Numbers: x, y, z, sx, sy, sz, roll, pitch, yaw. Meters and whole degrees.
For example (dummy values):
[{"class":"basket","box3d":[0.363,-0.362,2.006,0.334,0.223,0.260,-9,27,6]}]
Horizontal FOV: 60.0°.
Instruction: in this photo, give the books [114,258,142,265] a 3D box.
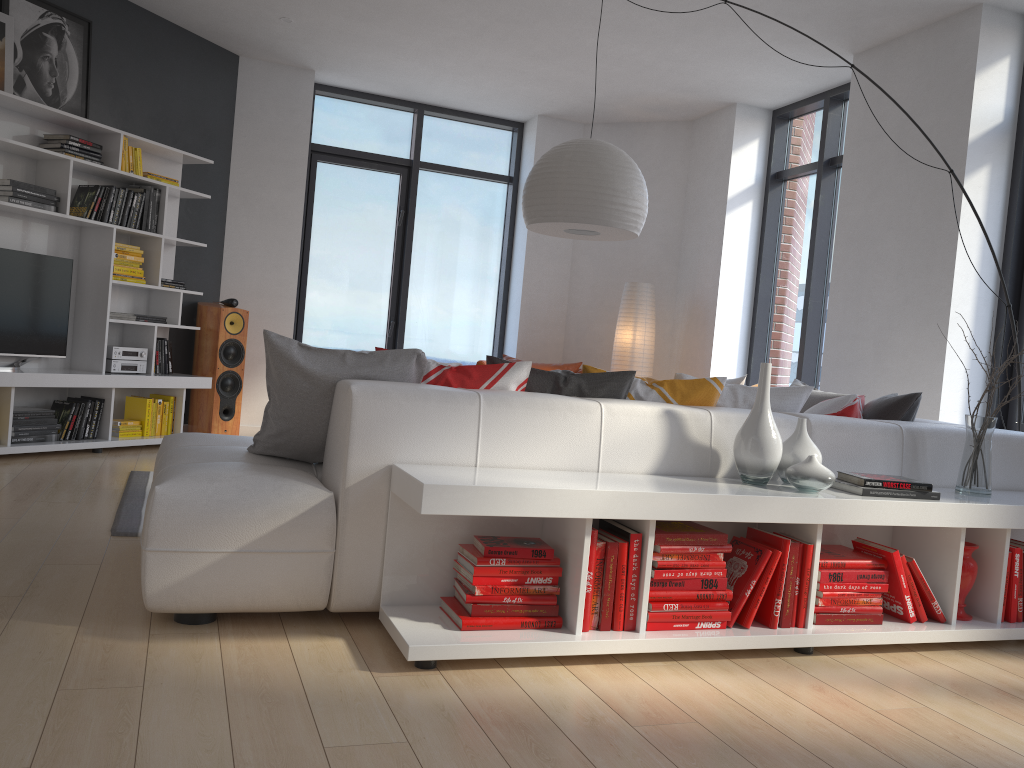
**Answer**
[{"class":"books","box3d":[-2.633,-0.823,5.932,0.171,0.019,0.239,6,2,24]}]

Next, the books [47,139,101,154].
[{"class":"books","box3d":[-2.724,-1.476,5.522,0.180,0.026,0.246,6,2,27]}]

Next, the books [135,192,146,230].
[{"class":"books","box3d":[-2.554,-1.156,5.933,0.197,0.260,0.066,6,2,24]}]

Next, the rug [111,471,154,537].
[{"class":"rug","box3d":[-0.782,0.626,4.646,2.326,0.016,1.662,5,2,-21]}]

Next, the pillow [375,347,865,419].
[{"class":"pillow","box3d":[0.548,0.179,3.443,2.250,0.449,0.575,5,2,-23]}]

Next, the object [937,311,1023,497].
[{"class":"object","box3d":[1.736,0.033,3.140,0.406,0.744,0.607,6,2,19]}]

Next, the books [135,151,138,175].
[{"class":"books","box3d":[-2.507,-1.451,5.830,0.108,0.161,0.046,6,2,23]}]

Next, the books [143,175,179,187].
[{"class":"books","box3d":[-2.457,-1.388,6.089,0.194,0.028,0.257,6,2,29]}]

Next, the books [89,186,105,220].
[{"class":"books","box3d":[-2.696,-1.146,5.635,0.187,0.234,0.096,6,2,25]}]

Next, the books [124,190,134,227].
[{"class":"books","box3d":[-2.596,-1.154,5.844,0.192,0.254,0.075,6,2,24]}]

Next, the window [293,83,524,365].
[{"class":"window","box3d":[-0.936,-1.289,7.942,1.960,2.402,0.170,5,2,-20]}]

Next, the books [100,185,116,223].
[{"class":"books","box3d":[-2.657,-1.156,5.715,0.192,0.254,0.075,6,2,24]}]

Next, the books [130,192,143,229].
[{"class":"books","box3d":[-2.568,-1.152,5.902,0.191,0.249,0.084,6,2,24]}]

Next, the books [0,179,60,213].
[{"class":"books","box3d":[-2.911,-1.107,5.242,0.277,0.137,0.343,6,2,19]}]

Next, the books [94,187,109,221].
[{"class":"books","box3d":[-2.670,-1.145,5.658,0.169,0.233,0.081,6,2,23]}]

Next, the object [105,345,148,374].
[{"class":"object","box3d":[-2.646,-0.166,5.935,0.270,0.174,0.285,6,2,24]}]

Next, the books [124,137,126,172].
[{"class":"books","box3d":[-2.575,-1.487,5.752,0.163,0.224,0.041,6,2,23]}]

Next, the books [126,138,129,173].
[{"class":"books","box3d":[-2.570,-1.488,5.783,0.164,0.224,0.054,6,2,24]}]

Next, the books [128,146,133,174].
[{"class":"books","box3d":[-2.539,-1.463,5.803,0.132,0.180,0.054,6,2,25]}]

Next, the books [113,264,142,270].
[{"class":"books","box3d":[-2.640,-0.785,5.931,0.189,0.014,0.251,6,2,28]}]

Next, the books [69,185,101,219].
[{"class":"books","box3d":[-2.705,-1.147,5.602,0.182,0.234,0.104,6,2,25]}]

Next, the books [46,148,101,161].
[{"class":"books","box3d":[-2.738,-1.423,5.521,0.189,0.020,0.264,6,2,23]}]

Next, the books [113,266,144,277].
[{"class":"books","box3d":[-2.629,-0.756,5.929,0.189,0.042,0.243,6,2,24]}]

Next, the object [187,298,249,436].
[{"class":"object","box3d":[-2.252,-0.110,6.709,0.434,1.088,0.290,7,2,39]}]

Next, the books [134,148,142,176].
[{"class":"books","box3d":[-2.509,-1.464,5.858,0.141,0.184,0.064,6,2,25]}]

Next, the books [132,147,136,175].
[{"class":"books","box3d":[-2.524,-1.461,5.818,0.128,0.178,0.044,6,2,24]}]

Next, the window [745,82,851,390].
[{"class":"window","box3d":[2.285,-0.953,6.565,0.170,2.402,1.310,5,2,-20]}]

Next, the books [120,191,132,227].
[{"class":"books","box3d":[-2.582,-1.145,5.813,0.172,0.242,0.069,6,2,25]}]

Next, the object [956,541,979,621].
[{"class":"object","box3d":[1.557,0.684,3.106,0.125,0.258,0.125,4,2,-43]}]

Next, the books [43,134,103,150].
[{"class":"books","box3d":[-2.733,-1.504,5.523,0.209,0.030,0.266,6,2,18]}]

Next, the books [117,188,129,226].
[{"class":"books","box3d":[-2.616,-1.158,5.804,0.197,0.260,0.066,6,2,24]}]

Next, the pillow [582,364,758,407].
[{"class":"pillow","box3d":[0.854,0.175,4.136,0.630,0.440,2.095,6,2,26]}]

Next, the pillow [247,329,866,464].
[{"class":"pillow","box3d":[0.346,0.122,3.718,2.953,0.453,0.647,4,2,-33]}]

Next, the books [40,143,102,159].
[{"class":"books","box3d":[-2.752,-1.451,5.531,0.214,0.030,0.284,6,2,28]}]

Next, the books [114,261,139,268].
[{"class":"books","box3d":[-2.624,-0.801,5.914,0.145,0.023,0.217,6,2,29]}]

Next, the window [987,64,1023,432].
[{"class":"window","box3d":[3.082,-0.815,4.410,0.170,2.402,1.310,5,2,-20]}]

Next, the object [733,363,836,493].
[{"class":"object","box3d":[0.892,0.137,2.919,0.316,0.398,0.319,5,2,3]}]

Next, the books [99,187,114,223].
[{"class":"books","box3d":[-2.644,-1.147,5.684,0.172,0.242,0.069,6,2,25]}]

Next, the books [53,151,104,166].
[{"class":"books","box3d":[-2.736,-1.398,5.521,0.214,0.030,0.284,6,2,28]}]

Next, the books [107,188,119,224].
[{"class":"books","box3d":[-2.641,-1.148,5.738,0.179,0.243,0.068,6,2,23]}]

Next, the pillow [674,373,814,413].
[{"class":"pillow","box3d":[0.953,0.157,4.439,0.580,0.456,2.156,5,2,5]}]

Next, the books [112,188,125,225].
[{"class":"books","box3d":[-2.630,-1.153,5.773,0.191,0.249,0.084,6,2,24]}]

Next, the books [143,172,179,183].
[{"class":"books","box3d":[-2.463,-1.414,6.089,0.203,0.024,0.257,6,2,27]}]

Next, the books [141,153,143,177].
[{"class":"books","box3d":[-2.507,-1.465,5.882,0.142,0.184,0.044,6,2,25]}]

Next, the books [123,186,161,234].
[{"class":"books","box3d":[-2.537,-1.183,6.032,0.259,0.321,0.128,6,2,24]}]

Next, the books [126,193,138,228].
[{"class":"books","box3d":[-2.574,-1.148,5.863,0.179,0.243,0.071,6,2,23]}]

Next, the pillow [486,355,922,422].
[{"class":"pillow","box3d":[0.853,0.177,3.564,2.120,0.436,0.608,4,2,-25]}]

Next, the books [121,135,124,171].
[{"class":"books","box3d":[-2.567,-1.488,5.723,0.161,0.229,0.041,6,2,23]}]
